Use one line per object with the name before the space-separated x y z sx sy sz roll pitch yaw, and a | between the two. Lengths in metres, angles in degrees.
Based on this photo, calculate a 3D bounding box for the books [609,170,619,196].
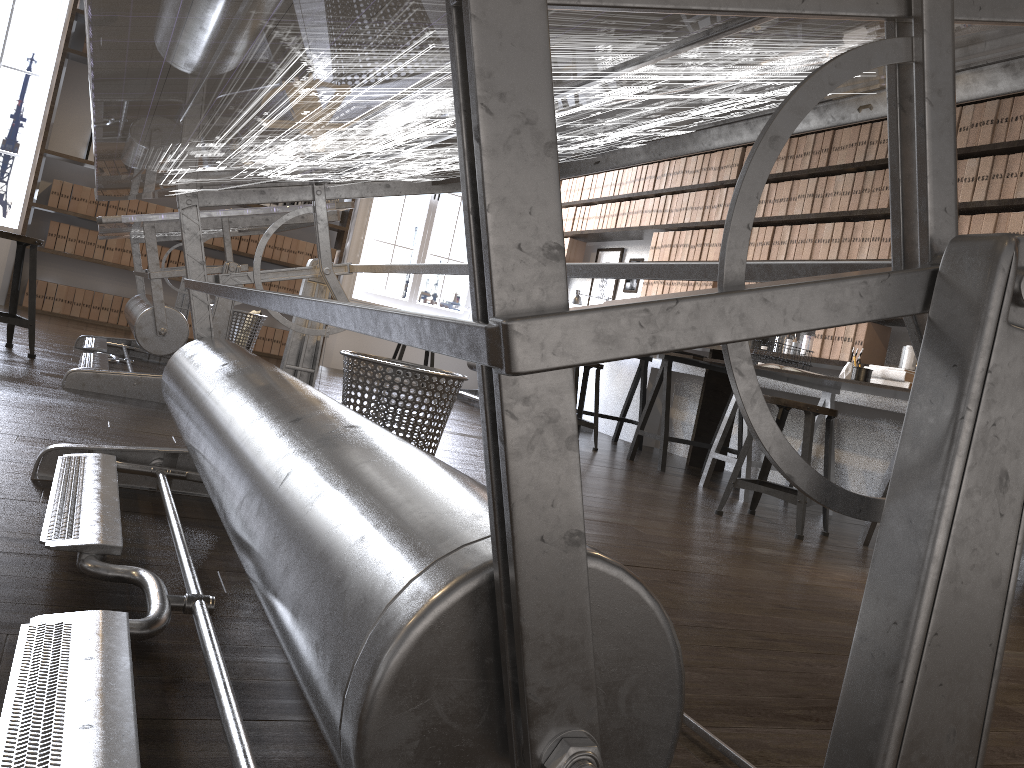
books | 0.906 -1.618 7.258 0.174 0.226 0.067 12 -1 -25

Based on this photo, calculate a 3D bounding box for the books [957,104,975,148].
books | 2.268 -1.227 4.327 0.174 0.226 0.067 12 -1 -25

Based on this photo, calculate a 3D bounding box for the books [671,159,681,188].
books | 1.269 -1.514 6.486 0.174 0.226 0.067 12 -1 -25

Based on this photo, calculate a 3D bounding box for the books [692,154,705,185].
books | 1.378 -1.482 6.240 0.174 0.226 0.067 12 -1 -25

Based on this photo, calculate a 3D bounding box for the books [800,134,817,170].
books | 1.825 -1.354 5.279 0.173 0.226 0.067 12 -1 -25

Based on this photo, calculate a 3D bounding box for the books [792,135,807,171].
books | 1.799 -1.362 5.345 0.173 0.226 0.067 12 -1 -25

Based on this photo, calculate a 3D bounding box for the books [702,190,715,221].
books | 1.408 -1.195 6.059 0.174 0.226 0.067 12 -1 -25

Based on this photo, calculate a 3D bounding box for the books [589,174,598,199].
books | 0.767 -1.658 7.568 0.173 0.226 0.067 12 -1 -25

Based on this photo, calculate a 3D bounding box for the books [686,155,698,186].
books | 1.349 -1.490 6.306 0.174 0.226 0.067 12 -1 -25

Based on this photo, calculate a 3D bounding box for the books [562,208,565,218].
books | 0.517 -1.451 7.981 0.173 0.226 0.067 12 -1 -25

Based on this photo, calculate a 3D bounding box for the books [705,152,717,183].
books | 1.442 -1.464 6.116 0.173 0.226 0.067 12 -1 -25

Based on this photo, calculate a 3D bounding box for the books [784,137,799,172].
books | 1.769 -1.370 5.409 0.174 0.226 0.067 12 -1 -25

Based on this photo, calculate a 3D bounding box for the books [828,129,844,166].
books | 1.922 -1.327 5.082 0.174 0.226 0.067 12 -1 -25

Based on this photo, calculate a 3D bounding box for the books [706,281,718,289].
books | 1.377 -0.635 5.855 0.174 0.226 0.067 12 -1 -25

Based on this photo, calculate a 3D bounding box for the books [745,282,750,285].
books | 1.526 -0.593 5.545 0.174 0.226 0.067 12 -1 -25

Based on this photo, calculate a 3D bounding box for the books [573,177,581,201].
books | 0.645 -1.692 7.831 0.174 0.226 0.067 12 -1 -25

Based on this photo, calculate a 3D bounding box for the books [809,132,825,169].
books | 1.859 -1.345 5.217 0.174 0.226 0.067 12 -1 -25

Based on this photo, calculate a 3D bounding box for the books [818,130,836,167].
books | 1.886 -1.337 5.146 0.174 0.226 0.067 12 -1 -25

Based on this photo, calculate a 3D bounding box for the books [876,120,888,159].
books | 2.063 -1.286 4.765 0.174 0.226 0.067 12 -1 -25

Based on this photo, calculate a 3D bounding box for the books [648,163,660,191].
books | 1.144 -1.549 6.744 0.174 0.226 0.067 12 -1 -25

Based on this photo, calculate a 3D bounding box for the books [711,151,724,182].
books | 1.465 -1.457 6.049 0.174 0.226 0.067 12 -1 -25

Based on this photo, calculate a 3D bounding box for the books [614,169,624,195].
books | 0.938 -1.608 7.196 0.174 0.226 0.067 12 -1 -25

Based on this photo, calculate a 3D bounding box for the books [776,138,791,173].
books | 1.735 -1.379 5.468 0.174 0.226 0.067 12 -1 -25

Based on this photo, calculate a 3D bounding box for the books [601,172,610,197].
books | 0.852 -1.633 7.382 0.174 0.226 0.067 12 -1 -25

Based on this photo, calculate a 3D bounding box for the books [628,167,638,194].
books | 1.023 -1.584 7.002 0.174 0.226 0.067 12 -1 -25

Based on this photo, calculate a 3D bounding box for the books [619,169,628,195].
books | 0.969 -1.600 7.133 0.173 0.226 0.067 12 -1 -25

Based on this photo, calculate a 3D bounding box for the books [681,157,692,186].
books | 1.324 -1.498 6.364 0.174 0.226 0.067 12 -1 -25

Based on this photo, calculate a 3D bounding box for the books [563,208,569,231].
books | 0.545 -1.443 7.917 0.174 0.226 0.067 12 -1 -25

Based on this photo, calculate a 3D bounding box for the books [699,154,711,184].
books | 1.411 -1.473 6.178 0.174 0.226 0.067 12 -1 -25

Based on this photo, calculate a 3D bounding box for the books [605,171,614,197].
books | 0.877 -1.626 7.324 0.174 0.226 0.067 12 -1 -25

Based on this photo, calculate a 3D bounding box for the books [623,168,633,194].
books | 0.995 -1.592 7.069 0.173 0.226 0.067 12 -1 -25

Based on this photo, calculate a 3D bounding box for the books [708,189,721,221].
books | 1.438 -1.187 5.995 0.173 0.226 0.067 12 -1 -25

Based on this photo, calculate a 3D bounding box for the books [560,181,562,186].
books | 0.474 -1.747 8.201 0.173 0.226 0.067 12 -1 -25

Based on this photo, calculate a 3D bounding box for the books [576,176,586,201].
books | 0.671 -1.685 7.762 0.174 0.226 0.067 12 -1 -25

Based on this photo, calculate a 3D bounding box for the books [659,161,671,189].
books | 1.206 -1.531 6.612 0.173 0.226 0.067 12 -1 -25

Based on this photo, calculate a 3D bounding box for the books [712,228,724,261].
books | 1.435 -0.899 5.856 0.174 0.226 0.067 12 -1 -25

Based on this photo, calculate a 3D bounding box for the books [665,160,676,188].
books | 1.239 -1.522 6.550 0.173 0.226 0.067 12 -1 -25

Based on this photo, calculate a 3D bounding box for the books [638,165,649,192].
books | 1.084 -1.567 6.881 0.174 0.226 0.067 12 -1 -25

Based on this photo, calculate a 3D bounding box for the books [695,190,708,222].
books | 1.375 -1.205 6.118 0.174 0.226 0.067 12 -1 -25

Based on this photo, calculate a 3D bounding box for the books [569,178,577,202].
books | 0.615 -1.701 7.889 0.174 0.226 0.067 12 -1 -25

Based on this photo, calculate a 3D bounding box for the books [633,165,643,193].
books | 1.053 -1.575 6.936 0.174 0.226 0.067 12 -1 -25

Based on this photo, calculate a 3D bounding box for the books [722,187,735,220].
books | 1.498 -1.170 5.867 0.174 0.226 0.067 12 -1 -25

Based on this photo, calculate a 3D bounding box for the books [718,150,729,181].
books | 1.497 -1.448 5.991 0.174 0.226 0.067 12 -1 -25

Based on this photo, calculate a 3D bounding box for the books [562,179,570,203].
books | 0.554 -1.718 8.010 0.174 0.226 0.067 12 -1 -25

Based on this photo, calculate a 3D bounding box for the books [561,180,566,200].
books | 0.527 -1.726 8.077 0.173 0.226 0.067 12 -1 -25

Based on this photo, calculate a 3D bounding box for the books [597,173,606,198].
books | 0.820 -1.642 7.440 0.174 0.226 0.067 12 -1 -25

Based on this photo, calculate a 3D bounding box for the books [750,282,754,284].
books | 1.552 -0.585 5.480 0.174 0.226 0.067 12 -1 -25

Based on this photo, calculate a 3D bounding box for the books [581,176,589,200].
books | 0.708 -1.675 7.696 0.174 0.226 0.067 12 -1 -25

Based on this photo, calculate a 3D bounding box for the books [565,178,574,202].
books | 0.585 -1.709 7.945 0.174 0.226 0.067 12 -1 -25

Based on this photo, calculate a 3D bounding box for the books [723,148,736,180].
books | 1.522 -1.441 5.934 0.174 0.226 0.067 12 -1 -25

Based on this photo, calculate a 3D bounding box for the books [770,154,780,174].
books | 1.712 -1.387 5.530 0.174 0.226 0.067 12 -1 -25

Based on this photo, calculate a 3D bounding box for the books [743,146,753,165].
books | 1.598 -1.419 5.780 0.173 0.226 0.067 12 -1 -25

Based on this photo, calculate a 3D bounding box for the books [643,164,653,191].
books | 1.118 -1.557 6.813 0.174 0.226 0.067 12 -1 -25

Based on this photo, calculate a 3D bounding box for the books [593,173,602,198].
books | 0.796 -1.649 7.503 0.174 0.226 0.067 12 -1 -25

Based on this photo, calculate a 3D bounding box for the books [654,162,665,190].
books | 1.180 -1.539 6.678 0.174 0.226 0.067 12 -1 -25

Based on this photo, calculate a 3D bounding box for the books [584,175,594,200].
books | 0.733 -1.667 7.630 0.173 0.226 0.067 12 -1 -25

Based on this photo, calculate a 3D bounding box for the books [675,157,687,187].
books | 1.292 -1.507 6.422 0.174 0.226 0.067 12 -1 -25
